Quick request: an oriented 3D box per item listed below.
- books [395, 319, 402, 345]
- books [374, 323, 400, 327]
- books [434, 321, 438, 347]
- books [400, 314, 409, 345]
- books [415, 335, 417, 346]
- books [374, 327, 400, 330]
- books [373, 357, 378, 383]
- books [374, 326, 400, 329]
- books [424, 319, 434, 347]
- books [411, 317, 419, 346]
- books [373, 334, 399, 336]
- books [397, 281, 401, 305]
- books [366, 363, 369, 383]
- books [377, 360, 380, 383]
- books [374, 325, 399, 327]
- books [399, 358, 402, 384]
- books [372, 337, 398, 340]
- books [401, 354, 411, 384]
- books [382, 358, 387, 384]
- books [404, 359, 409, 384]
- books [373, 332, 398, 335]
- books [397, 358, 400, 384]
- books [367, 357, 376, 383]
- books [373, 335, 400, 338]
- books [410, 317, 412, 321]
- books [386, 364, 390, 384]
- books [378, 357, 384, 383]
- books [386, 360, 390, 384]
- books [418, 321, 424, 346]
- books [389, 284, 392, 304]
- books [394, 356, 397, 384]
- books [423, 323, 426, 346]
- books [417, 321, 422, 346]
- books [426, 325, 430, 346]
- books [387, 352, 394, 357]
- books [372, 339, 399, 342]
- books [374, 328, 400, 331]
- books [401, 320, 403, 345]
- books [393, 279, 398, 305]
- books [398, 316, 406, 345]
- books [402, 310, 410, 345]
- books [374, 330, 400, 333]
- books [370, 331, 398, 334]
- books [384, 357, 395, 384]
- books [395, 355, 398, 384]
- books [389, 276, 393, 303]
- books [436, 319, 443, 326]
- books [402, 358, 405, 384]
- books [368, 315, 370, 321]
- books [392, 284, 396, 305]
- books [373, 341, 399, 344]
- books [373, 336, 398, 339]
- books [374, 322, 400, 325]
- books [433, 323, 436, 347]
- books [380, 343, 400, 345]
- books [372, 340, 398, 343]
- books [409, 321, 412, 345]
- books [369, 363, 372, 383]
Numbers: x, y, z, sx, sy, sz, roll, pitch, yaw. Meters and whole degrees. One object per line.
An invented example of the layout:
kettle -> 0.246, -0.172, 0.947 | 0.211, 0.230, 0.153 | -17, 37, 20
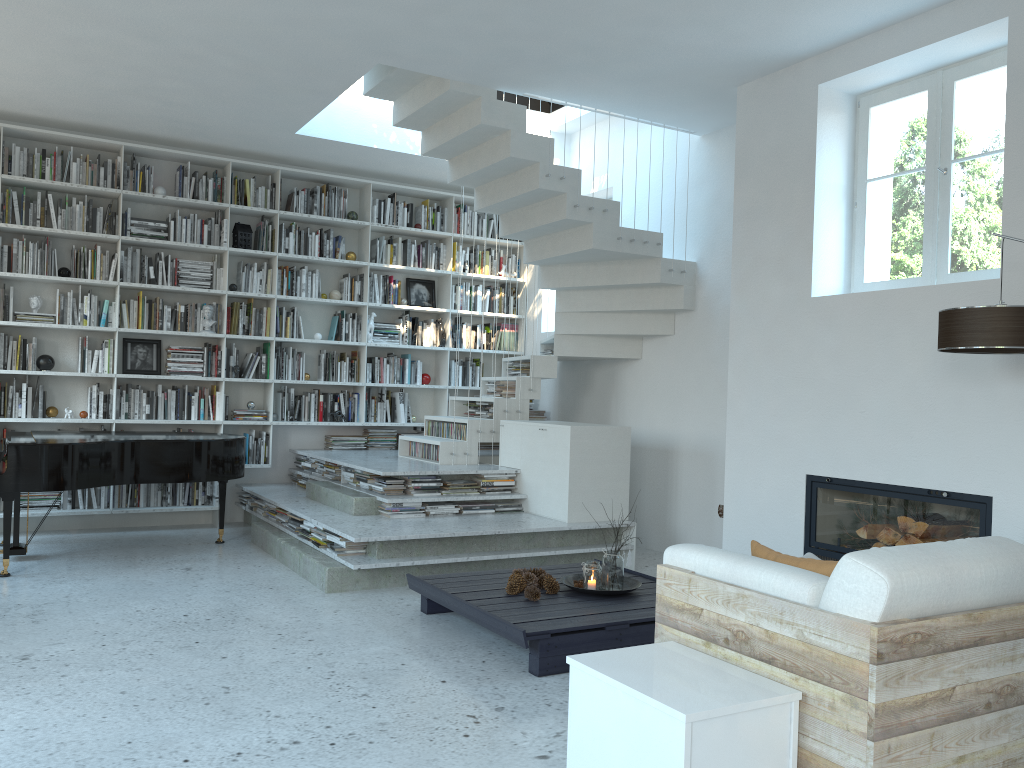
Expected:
books -> -1.092, -0.493, 8.493 | 0.012, 0.254, 0.161 | 2, 0, -30
books -> -1.225, -0.558, 8.421 | 0.285, 0.012, 0.159 | 2, -1, -32
books -> -0.770, -0.481, 8.681 | 0.024, 0.255, 0.145 | 2, 0, -30
books -> -1.036, -0.514, 8.506 | 0.011, 0.300, 0.184 | 2, 0, -30
books -> -0.948, -0.499, 8.600 | 0.010, 0.278, 0.129 | 2, 0, -30
books -> -1.223, -0.522, 8.415 | 0.285, 0.012, 0.159 | 2, -1, -35
books -> -1.309, -0.130, 8.380 | 0.024, 0.247, 0.143 | 2, 0, -30
books -> -1.226, -0.534, 8.421 | 0.285, 0.012, 0.159 | 2, -1, -28
books -> -0.816, -0.491, 8.635 | 0.021, 0.271, 0.191 | 2, 0, -30
books -> -0.965, -0.502, 8.560 | 0.059, 0.282, 0.167 | 2, 0, -30
books -> -1.227, -0.462, 8.415 | 0.254, 0.012, 0.161 | 2, -1, -35
books -> -1.105, -0.857, 8.464 | 0.026, 0.244, 0.178 | 2, 0, -30
books -> -1.380, -0.102, 8.333 | 0.023, 0.186, 0.159 | 2, 0, -30
books -> -1.288, -0.117, 8.377 | 0.011, 0.223, 0.163 | 2, 0, -30
books -> -1.225, -0.546, 8.421 | 0.254, 0.012, 0.161 | 2, -1, -28
books -> -1.091, -0.123, 8.482 | 0.014, 0.249, 0.177 | 2, 0, -30
books -> -1.230, -0.425, 8.416 | 0.254, 0.012, 0.161 | 2, -1, -26
books -> -1.023, -0.141, 8.525 | 0.026, 0.290, 0.181 | 2, 0, -30
books -> -1.239, -0.123, 8.417 | 0.026, 0.239, 0.177 | 2, 0, -30
books -> -1.043, -0.118, 8.510 | 0.023, 0.244, 0.189 | 2, 0, -30
books -> -1.232, -0.474, 8.424 | 0.254, 0.012, 0.161 | 2, -1, -30
books -> -1.119, -0.122, 8.489 | 0.026, 0.246, 0.165 | 2, 0, -30
books -> -1.335, -0.129, 8.352 | 0.047, 0.244, 0.177 | 2, 0, -30
books -> -1.231, -0.449, 8.420 | 0.285, 0.012, 0.159 | 2, -1, -32
books -> -1.003, -0.502, 8.553 | 0.013, 0.280, 0.131 | 2, 0, -30
books -> -1.211, -0.093, 8.420 | 0.027, 0.181, 0.186 | 2, 0, -30
books -> -1.262, -0.128, 8.386 | 0.045, 0.246, 0.185 | 2, 0, -30
books -> -1.198, -0.117, 8.438 | 0.012, 0.229, 0.179 | 2, 0, -30
books -> -0.902, -0.483, 8.624 | 0.031, 0.250, 0.133 | 2, 0, -30
books -> -1.180, -0.841, 8.416 | 0.013, 0.207, 0.189 | 2, 0, -30
books -> -1.143, -0.131, 8.448 | 0.012, 0.262, 0.186 | 2, 0, -30
books -> -0.876, -0.475, 8.637 | 0.028, 0.235, 0.129 | 2, 0, -30
books -> -0.920, -0.480, 8.592 | 0.031, 0.242, 0.147 | 2, 0, -30
books -> -0.849, -0.463, 8.644 | 0.025, 0.213, 0.155 | 2, 0, -30
books -> -1.161, -0.150, 8.457 | 0.013, 0.299, 0.147 | 2, 0, -30
books -> -1.229, -0.413, 8.413 | 0.285, 0.012, 0.159 | 2, -1, -25
books -> -1.227, -0.510, 8.421 | 0.285, 0.012, 0.159 | 2, -1, -28
books -> -1.086, -0.489, 8.517 | 0.023, 0.247, 0.138 | 2, 0, -30
books -> -1.131, -0.862, 8.461 | 0.021, 0.253, 0.167 | 2, 0, -30
books -> -1.059, -0.507, 8.523 | 0.012, 0.285, 0.159 | 2, 0, -30
books -> -1.025, -0.533, 8.510 | 0.010, 0.339, 0.180 | 2, 0, -30
books -> -1.226, -0.498, 8.419 | 0.285, 0.012, 0.159 | 2, -1, -33
books -> -1.224, -0.486, 8.416 | 0.254, 0.012, 0.161 | 2, -1, -25
books -> -1.169, -0.129, 8.428 | 0.028, 0.255, 0.191 | 2, 0, -30
books -> -1.133, -0.135, 8.477 | 0.011, 0.272, 0.152 | 2, 0, -30
books -> -1.172, -0.880, 8.433 | 0.014, 0.285, 0.175 | 2, 0, -30
books -> -0.711, -0.492, 8.733 | 0.029, 0.283, 0.138 | 2, 0, -30
books -> -1.071, -0.124, 8.523 | 0.012, 0.254, 0.161 | 2, 0, -30
books -> -1.375, -0.510, 8.344 | 0.028, 0.267, 0.137 | 2, 0, -30
books -> -1.155, -0.843, 8.448 | 0.033, 0.213, 0.152 | 2, 0, -30
books -> -1.231, -0.389, 8.416 | 0.285, 0.012, 0.159 | 2, -1, -26
books -> -1.232, -0.438, 8.420 | 0.254, 0.012, 0.161 | 2, -1, -28
books -> -1.225, -0.570, 8.421 | 0.285, 0.012, 0.159 | 2, -1, -28
books -> -0.791, -0.474, 8.653 | 0.041, 0.239, 0.176 | 2, 0, -30
books -> -1.230, -0.377, 8.414 | 0.285, 0.012, 0.159 | 2, -1, -35
books -> -1.231, -0.401, 8.416 | 0.254, 0.012, 0.161 | 2, -1, -34
books -> -1.013, -0.481, 8.527 | 0.030, 0.236, 0.179 | 2, 0, -30
books -> -1.360, -0.100, 8.342 | 0.022, 0.184, 0.162 | 2, 0, -30
